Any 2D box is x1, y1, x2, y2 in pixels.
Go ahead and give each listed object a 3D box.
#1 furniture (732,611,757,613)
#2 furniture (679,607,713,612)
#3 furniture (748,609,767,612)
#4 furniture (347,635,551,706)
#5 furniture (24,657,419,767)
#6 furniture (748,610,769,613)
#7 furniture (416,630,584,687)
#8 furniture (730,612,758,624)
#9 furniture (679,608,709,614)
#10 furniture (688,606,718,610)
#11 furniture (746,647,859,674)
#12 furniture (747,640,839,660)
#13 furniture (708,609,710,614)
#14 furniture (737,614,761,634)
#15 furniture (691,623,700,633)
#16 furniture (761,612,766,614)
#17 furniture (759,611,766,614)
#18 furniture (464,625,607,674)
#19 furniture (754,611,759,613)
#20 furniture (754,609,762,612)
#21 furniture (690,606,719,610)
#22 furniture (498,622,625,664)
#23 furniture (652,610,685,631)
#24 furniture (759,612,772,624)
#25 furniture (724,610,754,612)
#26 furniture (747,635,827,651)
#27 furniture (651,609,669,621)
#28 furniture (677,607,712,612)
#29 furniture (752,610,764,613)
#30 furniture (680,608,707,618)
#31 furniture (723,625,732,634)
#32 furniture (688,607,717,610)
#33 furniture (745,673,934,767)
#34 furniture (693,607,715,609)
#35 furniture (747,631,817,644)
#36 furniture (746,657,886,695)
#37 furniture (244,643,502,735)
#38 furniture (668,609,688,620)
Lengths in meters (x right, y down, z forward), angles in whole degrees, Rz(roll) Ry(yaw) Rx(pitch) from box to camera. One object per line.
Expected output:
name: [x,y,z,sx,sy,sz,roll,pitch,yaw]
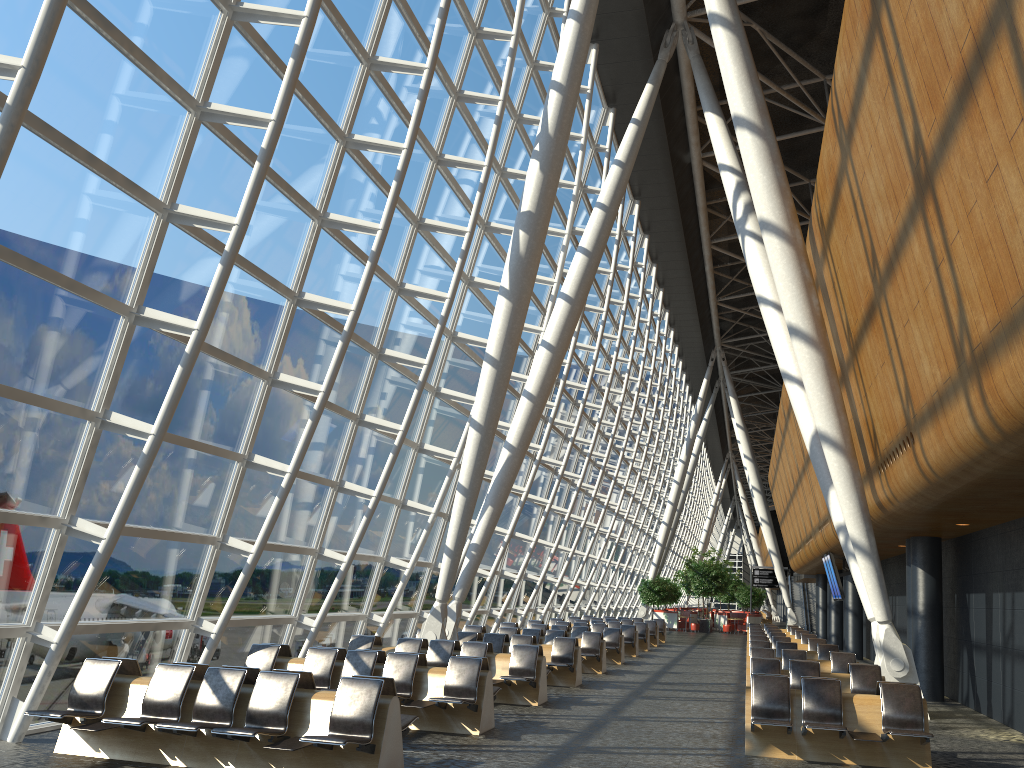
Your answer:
furniture: [14.662,15.007,56.158,0.891,0.992,2.871,5,-13,-17]
furniture: [16.698,20.853,80.377,3.251,0.856,1.689,-1,-12,15]
furniture: [24.446,22.925,87.771,1.896,0.856,1.689,-1,-12,15]
furniture: [-1.081,4.495,13.952,3.251,0.856,1.689,-1,-12,15]
furniture: [-2.619,3.080,8.206,3.251,0.856,1.689,-1,-12,15]
furniture: [22.139,20.802,79.153,1.896,0.856,1.689,-1,-12,15]
furniture: [-0.312,5.202,16.824,3.251,0.856,1.689,-1,-12,15]
furniture: [12.742,13.239,48.981,0.891,0.992,2.871,5,-13,-17]
furniture: [14.391,18.731,71.759,3.251,0.856,1.689,-1,-12,15]
furniture: [19.774,23.683,91.868,3.251,0.856,1.689,-1,-12,15]
furniture: [5.129,5.152,15.600,1.896,0.856,1.689,-1,-12,15]
furniture: [5.898,5.859,18.473,1.896,0.856,1.689,-1,-12,15]
furniture: [15.160,19.438,74.632,3.251,0.856,1.689,-1,-12,15]
furniture: [12.491,12.543,46.058,0.890,0.992,2.873,-3,-13,27]
furniture: [9.281,12.352,44.661,0.446,0.453,0.447,9,-12,-32]
furniture: [20.602,19.388,73.408,1.896,0.856,1.689,-1,-12,15]
furniture: [21.371,20.095,76.280,1.896,0.856,1.689,-1,-12,15]
furniture: [0.457,5.910,19.697,3.251,0.856,1.689,-1,-12,15]
furniture: [16.978,16.523,62.193,0.888,0.992,2.879,0,-13,13]
furniture: [25.215,23.632,90.644,1.896,0.856,1.689,-1,-12,15]
furniture: [20.543,24.391,94.741,3.251,0.856,1.689,-1,-12,15]
furniture: [1.226,6.617,22.570,3.251,0.856,1.689,-1,-12,15]
furniture: [8.173,12.463,46.516,0.891,0.992,2.871,5,-13,-17]
furniture: [19.833,18.680,70.535,1.896,0.856,1.689,-1,-12,15]
furniture: [15.288,15.887,59.794,2.847,0.994,0.897,10,-13,-32]
furniture: [6.667,6.566,21.346,1.896,0.856,1.689,-1,-12,15]
furniture: [8.424,13.159,49.439,0.890,0.992,2.873,-3,-13,27]
furniture: [15.929,20.146,77.504,3.251,0.856,1.689,-1,-12,15]
furniture: [22.908,21.510,82.026,1.896,0.856,1.689,-1,-12,15]
furniture: [13.458,16.966,64.733,2.847,0.994,0.897,10,-13,-32]
furniture: [10.911,12.425,44.668,0.443,0.453,0.450,-3,-12,27]
furniture: [19.005,22.976,88.995,3.251,0.856,1.689,-1,-12,15]
furniture: [3.592,3.737,9.855,1.896,0.856,1.689,-1,-12,15]
furniture: [18.236,22.268,86.122,3.251,0.856,1.689,-1,-12,15]
furniture: [7.436,7.274,24.218,1.896,0.856,1.689,-1,-12,15]
furniture: [4.360,4.444,12.728,1.896,0.856,1.689,-1,-12,15]
furniture: [-1.850,3.787,11.079,3.251,0.856,1.689,-1,-12,15]
furniture: [10.094,14.230,53.694,0.891,0.992,2.871,5,-13,-17]
